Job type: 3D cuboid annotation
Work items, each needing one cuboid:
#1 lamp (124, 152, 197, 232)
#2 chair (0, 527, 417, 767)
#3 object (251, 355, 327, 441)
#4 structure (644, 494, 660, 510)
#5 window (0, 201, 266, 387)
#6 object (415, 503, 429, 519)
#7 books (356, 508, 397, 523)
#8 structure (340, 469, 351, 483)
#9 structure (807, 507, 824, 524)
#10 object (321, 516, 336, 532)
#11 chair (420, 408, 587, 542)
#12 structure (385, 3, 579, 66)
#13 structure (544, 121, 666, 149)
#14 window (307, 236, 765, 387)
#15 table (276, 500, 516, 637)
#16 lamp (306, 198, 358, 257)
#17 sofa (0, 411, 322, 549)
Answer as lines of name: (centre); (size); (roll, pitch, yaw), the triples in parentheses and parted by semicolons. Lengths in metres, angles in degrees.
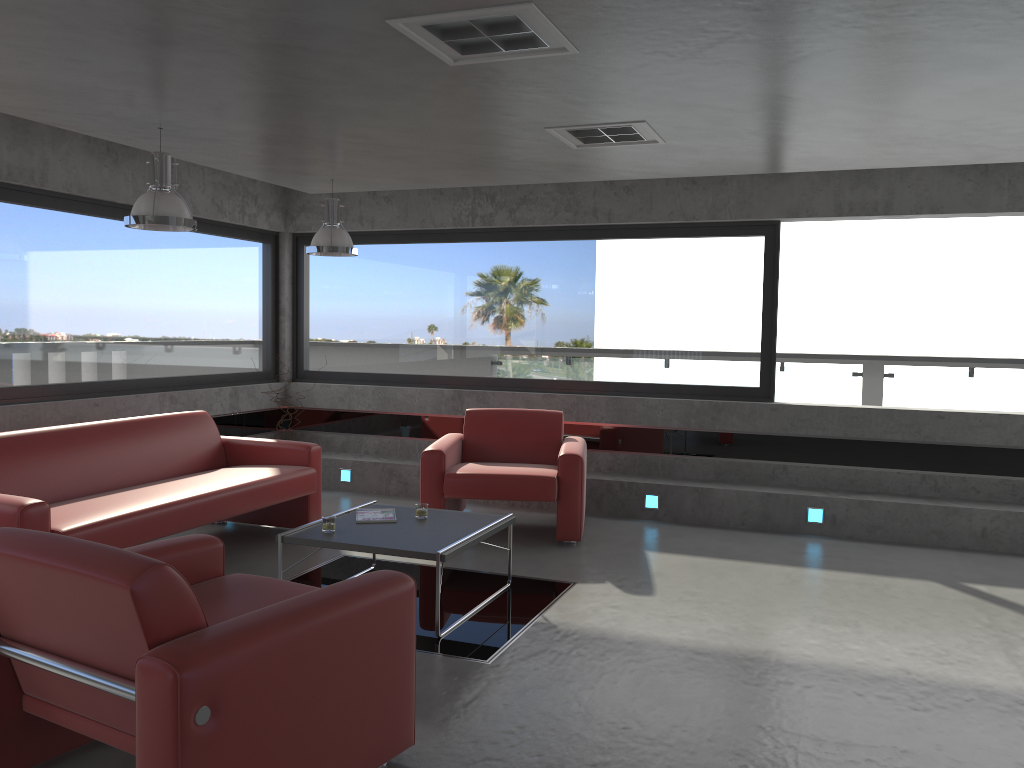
lamp: (-2.001, -1.102, 5.053); (0.389, 0.422, 0.388); (2, 4, 21)
chair: (-1.076, 0.867, 3.053); (1.196, 0.854, 1.130); (3, 4, 31)
object: (-1.963, 0.386, 7.669); (0.531, 1.289, 0.466); (3, 4, 33)
structure: (1.141, 0.960, 7.236); (0.123, 0.123, 0.004); (2, 4, 21)
window: (-3.804, -0.572, 5.181); (0.003, 1.364, 7.800); (2, 4, 21)
object: (-0.531, 0.746, 5.218); (0.079, 0.077, 0.079); (3, 4, 29)
books: (-0.799, 0.770, 5.218); (0.228, 0.022, 0.326); (0, 4, -9)
structure: (-1.548, 0.853, 8.248); (0.123, 0.123, 0.004); (2, 4, 21)
structure: (2.324, 1.007, 6.791); (0.123, 0.123, 0.004); (2, 4, 21)
object: (-0.997, 0.763, 4.828); (0.079, 0.077, 0.079); (1, 4, 4)
chair: (-0.033, 0.654, 6.793); (1.196, 0.854, 1.130); (1, 4, 6)
structure: (-0.093, -1.430, 3.355); (0.563, 0.240, 0.563); (2, 4, 21)
structure: (0.540, -1.522, 5.026); (0.563, 0.240, 0.563); (2, 4, 21)
window: (-0.011, -0.695, 8.200); (4.583, 1.364, 0.003); (2, 4, 21)
table: (-0.620, 1.002, 5.014); (0.994, 0.436, 1.018); (2, 4, 21)
lamp: (-1.364, -1.195, 6.734); (0.388, 0.422, 0.389); (2, 4, 10)
sofa: (-2.321, 0.690, 5.588); (1.120, 0.854, 2.626); (2, 4, 21)
